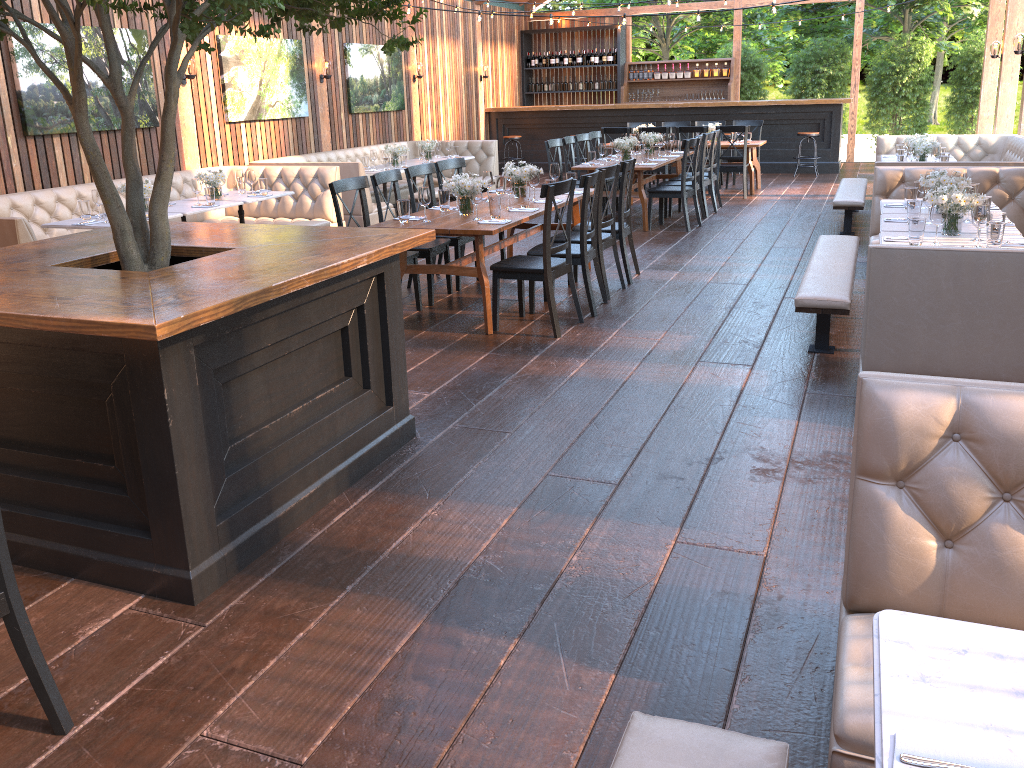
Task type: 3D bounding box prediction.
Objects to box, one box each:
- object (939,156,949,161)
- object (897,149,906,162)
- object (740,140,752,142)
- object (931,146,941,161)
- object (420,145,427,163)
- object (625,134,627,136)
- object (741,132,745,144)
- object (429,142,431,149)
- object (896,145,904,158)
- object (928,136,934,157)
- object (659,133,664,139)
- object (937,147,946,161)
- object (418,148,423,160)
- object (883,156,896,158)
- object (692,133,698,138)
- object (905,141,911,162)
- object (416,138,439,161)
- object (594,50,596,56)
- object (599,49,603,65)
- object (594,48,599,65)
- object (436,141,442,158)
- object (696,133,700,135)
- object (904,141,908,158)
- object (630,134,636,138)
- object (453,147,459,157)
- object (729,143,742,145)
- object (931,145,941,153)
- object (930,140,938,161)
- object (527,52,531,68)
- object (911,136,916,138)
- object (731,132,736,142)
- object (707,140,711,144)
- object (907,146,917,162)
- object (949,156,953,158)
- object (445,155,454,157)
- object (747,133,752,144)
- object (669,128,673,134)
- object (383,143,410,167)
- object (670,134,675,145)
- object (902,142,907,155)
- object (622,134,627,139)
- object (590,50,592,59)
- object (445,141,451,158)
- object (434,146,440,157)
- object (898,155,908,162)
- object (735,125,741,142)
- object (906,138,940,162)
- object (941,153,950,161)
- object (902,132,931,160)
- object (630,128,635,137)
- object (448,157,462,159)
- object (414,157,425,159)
[{"bbox_3d":[4.324,-2.207,8.875,0.092,0.155,0.093,1,16,9],"label":"object"},{"bbox_3d":[4.319,-2.526,9.833,0.092,0.155,0.093,1,16,9],"label":"object"},{"bbox_3d":[3.576,-3.728,13.557,0.158,0.018,0.259,6,20,21],"label":"object"},{"bbox_3d":[4.295,-2.281,8.966,0.092,0.240,0.093,-7,16,-19],"label":"object"},{"bbox_3d":[-1.223,-3.178,12.218,0.092,0.240,0.093,-9,17,-24],"label":"object"},{"bbox_3d":[1.844,-3.955,14.063,0.092,0.240,0.093,-9,17,-24],"label":"object"},{"bbox_3d":[3.422,-3.673,13.056,0.092,0.240,0.093,-9,17,-24],"label":"object"},{"bbox_3d":[-1.213,-3.396,12.871,0.092,0.240,0.093,-9,17,-24],"label":"object"},{"bbox_3d":[4.599,-2.759,10.503,0.092,0.155,0.093,1,16,9],"label":"object"},{"bbox_3d":[4.988,-2.841,10.578,0.092,0.240,0.093,-9,17,-24],"label":"object"},{"bbox_3d":[2.352,-3.896,13.968,0.092,0.155,0.092,-15,21,-39],"label":"object"},{"bbox_3d":[4.801,-2.565,9.902,0.092,0.155,0.093,1,16,9],"label":"object"},{"bbox_3d":[-1.317,-3.343,12.856,0.092,0.155,0.093,1,16,9],"label":"object"},{"bbox_3d":[4.615,-2.747,10.682,0.255,0.018,0.160,6,20,22],"label":"object"},{"bbox_3d":[2.844,-3.844,13.761,0.092,0.155,0.092,-15,21,-39],"label":"object"},{"bbox_3d":[4.423,-2.579,9.848,0.092,0.240,0.093,-9,17,-24],"label":"object"},{"bbox_3d":[-1.204,-3.339,12.598,0.329,0.304,0.342,-3,17,-3],"label":"object"},{"bbox_3d":[1.772,-6.893,18.678,0.078,0.307,0.079,3,16,17],"label":"object"},{"bbox_3d":[1.869,-6.856,18.559,0.077,0.304,0.079,-2,15,1],"label":"object"},{"bbox_3d":[1.774,-6.870,18.575,0.087,0.329,0.089,-1,15,3],"label":"object"},{"bbox_3d":[-1.080,-3.463,13.058,0.092,0.240,0.093,-9,17,-24],"label":"object"},{"bbox_3d":[2.879,-3.855,13.658,0.092,0.240,0.093,-9,17,-24],"label":"object"},{"bbox_3d":[4.704,-2.812,10.518,0.092,0.240,0.093,-9,17,-24],"label":"object"},{"bbox_3d":[1.862,-3.748,13.573,0.092,0.155,0.092,-15,21,-39],"label":"object"},{"bbox_3d":[-0.821,-3.397,12.968,0.092,0.155,0.093,1,16,9],"label":"object"},{"bbox_3d":[3.287,-3.533,13.000,0.158,0.018,0.259,6,20,21],"label":"object"},{"bbox_3d":[4.398,-2.355,9.177,0.092,0.240,0.093,-7,16,-19],"label":"object"},{"bbox_3d":[4.693,-2.594,9.865,0.092,0.240,0.093,-9,17,-24],"label":"object"},{"bbox_3d":[0.363,-7.024,19.196,0.081,0.319,0.173,0,16,7],"label":"object"},{"bbox_3d":[4.836,-2.878,10.705,0.092,0.240,0.093,-9,17,-24],"label":"object"},{"bbox_3d":[3.395,-3.797,13.564,0.092,0.155,0.092,-15,21,-39],"label":"object"},{"bbox_3d":[2.915,-3.648,13.166,0.092,0.155,0.092,-15,21,-39],"label":"object"},{"bbox_3d":[4.125,-2.331,9.132,0.092,0.240,0.093,-7,16,-19],"label":"object"},{"bbox_3d":[5.083,-2.693,10.473,0.255,0.018,0.160,6,20,22],"label":"object"},{"bbox_3d":[-0.938,-3.390,13.175,0.158,0.018,0.259,6,20,21],"label":"object"},{"bbox_3d":[3.455,-3.592,12.942,0.092,0.155,0.092,-15,21,-39],"label":"object"},{"bbox_3d":[2.395,-3.770,13.451,0.092,0.240,0.093,-9,17,-24],"label":"object"},{"bbox_3d":[-1.541,-3.042,11.740,0.331,0.304,0.339,14,23,42],"label":"object"},{"bbox_3d":[2.409,-3.696,13.360,0.092,0.155,0.092,-15,21,-39],"label":"object"},{"bbox_3d":[4.810,-2.871,10.819,0.092,0.155,0.093,1,16,9],"label":"object"},{"bbox_3d":[1.803,-3.951,14.187,0.092,0.155,0.092,-15,21,-39],"label":"object"},{"bbox_3d":[1.681,-6.917,18.759,0.136,0.310,0.138,-6,16,-15],"label":"object"},{"bbox_3d":[-0.929,-3.426,12.931,0.092,0.240,0.093,-9,17,-24],"label":"object"},{"bbox_3d":[-1.106,-3.455,13.172,0.092,0.155,0.093,1,16,9],"label":"object"},{"bbox_3d":[4.020,-2.278,9.117,0.092,0.155,0.093,1,16,9],"label":"object"},{"bbox_3d":[3.437,-3.800,13.435,0.092,0.240,0.093,-9,17,-24],"label":"object"},{"bbox_3d":[4.370,-2.458,9.389,0.331,0.304,0.339,14,23,42],"label":"object"},{"bbox_3d":[4.505,-2.326,9.214,0.092,0.155,0.093,1,16,9],"label":"object"},{"bbox_3d":[4.707,-2.755,10.247,0.329,0.304,0.342,-3,17,-3],"label":"object"},{"bbox_3d":[1.850,-3.827,13.677,0.092,0.240,0.093,-9,17,-24],"label":"object"},{"bbox_3d":[-0.833,-3.277,12.826,0.255,0.018,0.160,6,20,22],"label":"object"},{"bbox_3d":[-1.301,-3.331,13.034,0.255,0.018,0.160,6,20,22],"label":"object"}]
